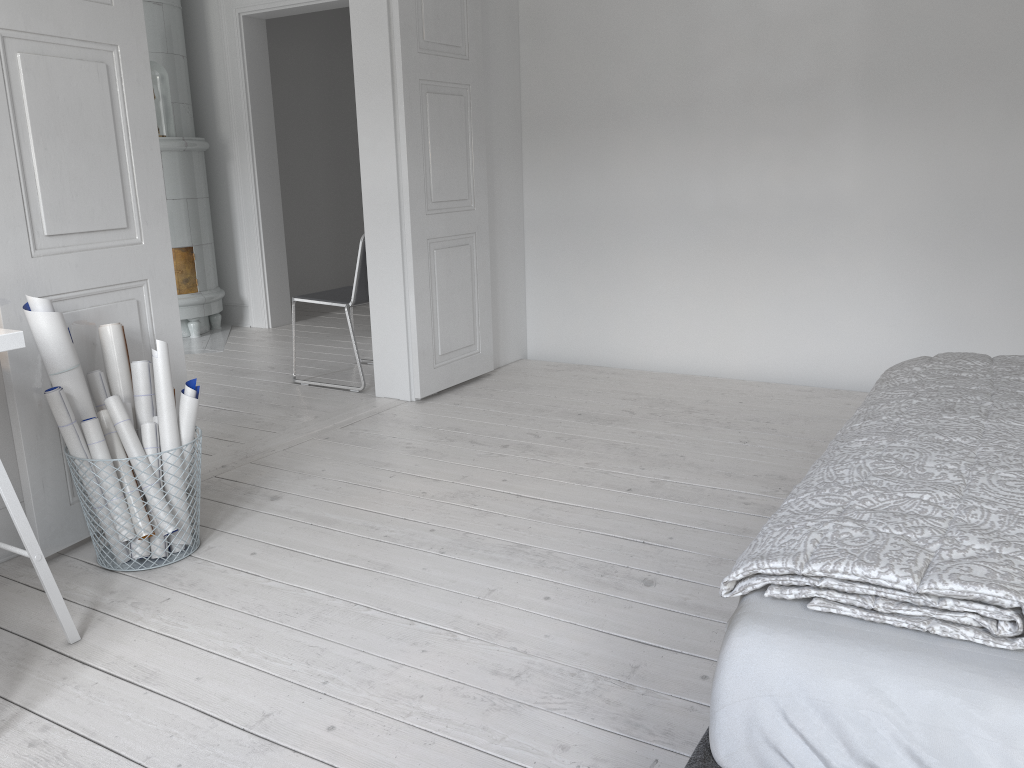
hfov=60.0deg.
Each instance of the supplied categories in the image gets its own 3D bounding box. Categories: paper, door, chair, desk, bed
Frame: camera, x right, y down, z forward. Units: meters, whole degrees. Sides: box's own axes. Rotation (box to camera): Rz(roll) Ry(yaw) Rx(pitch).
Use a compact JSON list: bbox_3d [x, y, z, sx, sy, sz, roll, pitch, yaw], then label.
[{"bbox_3d":[-1.123,0.261,2.572,0.047,0.358,0.239,-15,19,-43],"label":"paper"},{"bbox_3d":[-0.317,-1.133,4.262,0.034,2.324,0.667,6,16,30],"label":"door"},{"bbox_3d":[-1.190,0.264,2.505,0.166,0.546,0.046,-11,17,-34],"label":"paper"},{"bbox_3d":[-1.069,0.306,2.641,0.078,0.389,0.234,-9,15,-28],"label":"paper"},{"bbox_3d":[-1.293,-0.696,2.602,0.034,2.324,0.678,4,15,22],"label":"door"},{"bbox_3d":[-1.142,0.272,2.511,0.129,0.360,0.047,3,14,20],"label":"paper"},{"bbox_3d":[-1.121,0.282,2.608,0.054,0.431,0.253,-7,15,-22],"label":"paper"},{"bbox_3d":[-1.104,0.205,2.703,0.060,0.553,0.153,-5,14,-13],"label":"paper"},{"bbox_3d":[-1.175,0.228,2.666,0.200,0.541,0.047,8,16,34],"label":"paper"},{"bbox_3d":[-1.173,0.147,2.721,0.073,0.668,0.181,-12,17,-36],"label":"paper"},{"bbox_3d":[-0.837,-0.428,4.762,0.525,0.797,0.562,6,16,30],"label":"chair"},{"bbox_3d":[-1.080,0.237,2.586,0.244,0.402,0.049,7,16,33],"label":"paper"},{"bbox_3d":[-1.607,0.348,1.739,0.641,0.776,1.163,6,16,30],"label":"desk"},{"bbox_3d":[1.533,0.171,1.251,2.176,1.167,1.889,6,16,30],"label":"bed"},{"bbox_3d":[-1.130,0.112,2.599,0.431,0.793,0.181,-6,14,-15],"label":"paper"},{"bbox_3d":[-1.064,0.240,2.754,0.057,0.464,0.123,-1,14,3],"label":"paper"}]

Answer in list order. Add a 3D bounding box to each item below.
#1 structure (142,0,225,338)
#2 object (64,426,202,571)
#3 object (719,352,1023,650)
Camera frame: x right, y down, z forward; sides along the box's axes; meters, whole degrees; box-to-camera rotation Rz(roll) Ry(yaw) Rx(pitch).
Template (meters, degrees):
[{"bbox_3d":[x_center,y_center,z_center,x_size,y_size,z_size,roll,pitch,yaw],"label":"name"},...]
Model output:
[{"bbox_3d":[-2.483,-1.694,6.039,0.787,2.741,0.788,2,14,14],"label":"structure"},{"bbox_3d":[-1.099,0.332,2.635,0.374,0.350,0.375,7,16,32],"label":"object"},{"bbox_3d":[0.814,0.109,1.689,0.405,0.104,1.461,6,16,30],"label":"object"}]
